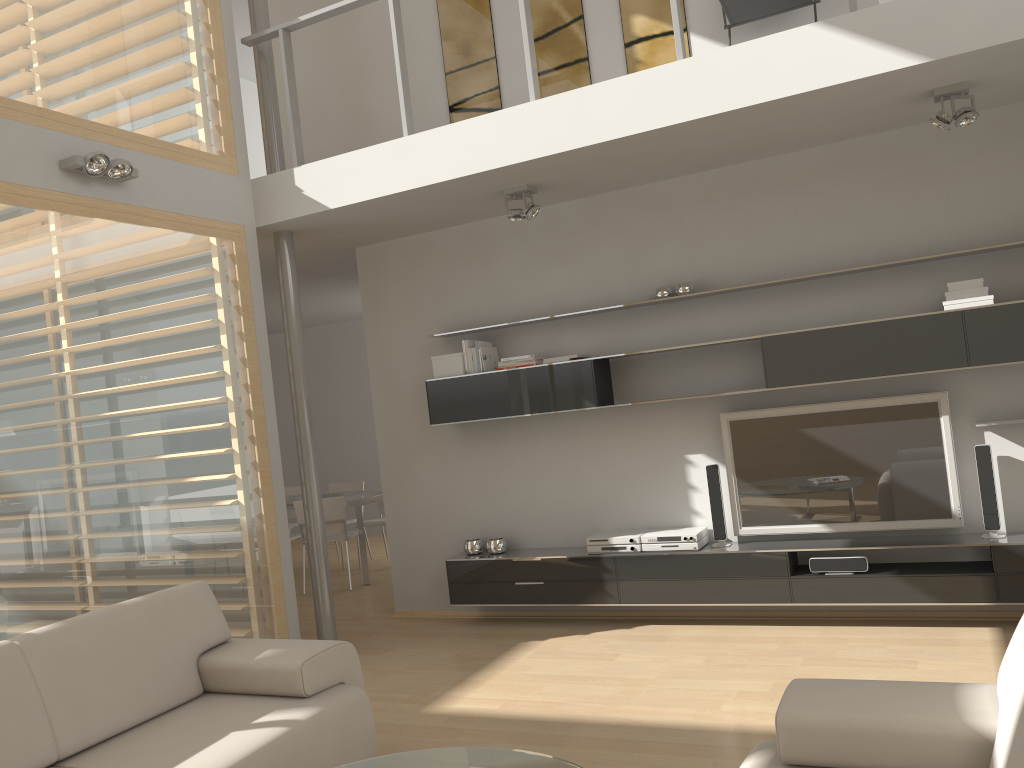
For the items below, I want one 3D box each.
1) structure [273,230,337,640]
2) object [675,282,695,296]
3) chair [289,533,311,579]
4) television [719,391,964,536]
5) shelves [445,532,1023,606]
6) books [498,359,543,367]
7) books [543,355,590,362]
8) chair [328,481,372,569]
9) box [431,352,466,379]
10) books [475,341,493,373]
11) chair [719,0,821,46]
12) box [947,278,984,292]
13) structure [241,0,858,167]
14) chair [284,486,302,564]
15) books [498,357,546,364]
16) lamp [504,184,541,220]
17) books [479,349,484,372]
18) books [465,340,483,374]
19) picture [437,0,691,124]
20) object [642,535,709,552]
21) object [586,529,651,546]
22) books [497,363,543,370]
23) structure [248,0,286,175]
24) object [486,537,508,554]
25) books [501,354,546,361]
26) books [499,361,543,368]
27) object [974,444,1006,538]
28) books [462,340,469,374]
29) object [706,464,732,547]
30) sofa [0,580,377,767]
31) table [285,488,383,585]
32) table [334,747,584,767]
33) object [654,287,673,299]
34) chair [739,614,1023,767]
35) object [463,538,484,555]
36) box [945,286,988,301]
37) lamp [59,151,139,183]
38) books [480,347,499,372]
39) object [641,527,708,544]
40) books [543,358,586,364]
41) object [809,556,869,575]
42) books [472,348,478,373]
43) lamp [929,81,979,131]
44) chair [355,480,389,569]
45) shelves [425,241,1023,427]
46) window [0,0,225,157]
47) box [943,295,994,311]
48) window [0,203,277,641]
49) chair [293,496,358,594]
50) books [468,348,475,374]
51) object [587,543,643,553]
[{"bbox_3d":[-1.319,0.366,5.677,0.121,2.700,0.122,-7,-1,14],"label":"structure"},{"bbox_3d":[1.038,-0.568,5.318,0.115,0.081,0.115,-7,-1,7],"label":"object"},{"bbox_3d":[-2.219,1.474,8.236,0.455,0.807,0.501,-7,-1,21],"label":"chair"},{"bbox_3d":[1.840,0.468,5.036,1.224,0.735,0.096,-7,-1,26],"label":"television"},{"bbox_3d":[1.528,1.079,5.095,4.236,0.312,0.300,-7,-1,26],"label":"shelves"},{"bbox_3d":[0.064,-0.136,5.748,0.254,0.015,0.190,-7,-1,22],"label":"books"},{"bbox_3d":[0.349,-0.163,5.620,0.230,0.017,0.227,-7,-1,26],"label":"books"},{"bbox_3d":[-1.790,1.443,9.092,0.455,0.807,0.501,-7,-1,26],"label":"chair"},{"bbox_3d":[-0.378,-0.124,5.961,0.232,0.149,0.232,-7,-1,26],"label":"box"},{"bbox_3d":[-0.178,-0.179,5.886,0.021,0.210,0.207,-7,-1,26],"label":"books"},{"bbox_3d":[1.407,-2.040,4.869,0.628,0.825,0.537,-7,-1,26],"label":"chair"},{"bbox_3d":[2.371,-0.512,4.640,0.168,0.047,0.168,-7,-1,26],"label":"box"},{"bbox_3d":[0.778,-2.016,4.392,5.400,0.900,0.080,-7,-1,26],"label":"structure"},{"bbox_3d":[-2.367,1.515,9.366,0.455,0.807,0.501,-7,-1,26],"label":"chair"},{"bbox_3d":[0.068,-0.152,5.742,0.254,0.015,0.190,-7,-1,27],"label":"books"},{"bbox_3d":[0.064,-1.062,5.258,0.214,0.195,0.150,-7,-1,26],"label":"lamp"},{"bbox_3d":[-0.161,-0.154,5.880,0.009,0.156,0.207,-7,-1,26],"label":"books"},{"bbox_3d":[-0.240,-0.179,5.930,0.017,0.227,0.230,-7,-1,26],"label":"books"},{"bbox_3d":[0.228,-2.767,5.755,1.684,1.800,0.010,-7,-1,26],"label":"picture"},{"bbox_3d":[0.988,0.965,5.362,0.349,0.049,0.250,-7,-1,26],"label":"object"},{"bbox_3d":[0.663,0.957,5.514,0.349,0.049,0.262,-7,-1,26],"label":"object"},{"bbox_3d":[0.080,-0.112,5.742,0.297,0.013,0.210,-7,-1,26],"label":"books"},{"bbox_3d":[-1.644,-2.464,5.736,0.121,2.400,0.122,-7,-1,14],"label":"structure"},{"bbox_3d":[-0.101,1.081,5.923,0.143,0.091,0.143,-6,-1,-32],"label":"object"},{"bbox_3d":[0.075,-0.168,5.752,0.227,0.017,0.230,-7,-1,21],"label":"books"},{"bbox_3d":[0.075,-0.124,5.744,0.268,0.011,0.190,-7,-1,27],"label":"books"},{"bbox_3d":[2.498,0.558,4.652,0.111,0.483,0.116,-7,-1,32],"label":"object"},{"bbox_3d":[-0.259,-0.177,5.932,0.017,0.227,0.230,-7,-1,26],"label":"books"},{"bbox_3d":[1.220,0.718,5.273,0.111,0.483,0.116,-7,-1,22],"label":"object"},{"bbox_3d":[-1.447,1.255,2.908,1.168,0.846,2.093,-7,-1,26],"label":"sofa"},{"bbox_3d":[-2.069,1.495,8.659,2.199,0.746,0.900,-7,-1,26],"label":"table"},{"bbox_3d":[-0.274,1.347,2.250,1.198,0.370,1.198,-8,-2,43],"label":"table"},{"bbox_3d":[0.926,-0.552,5.420,0.115,0.081,0.115,-7,-1,7],"label":"object"},{"bbox_3d":[0.895,0.961,1.747,1.165,0.846,1.562,-7,-1,26],"label":"chair"},{"bbox_3d":[-0.259,1.101,6.000,0.143,0.091,0.143,-6,-1,-32],"label":"object"},{"bbox_3d":[2.377,-0.465,4.640,0.200,0.047,0.200,-7,-1,26],"label":"box"},{"bbox_3d":[-2.024,-1.070,4.399,0.183,0.110,0.360,-7,-1,26],"label":"lamp"},{"bbox_3d":[-0.142,-0.162,5.885,0.023,0.169,0.230,-7,-1,26],"label":"books"},{"bbox_3d":[0.980,0.917,5.358,0.349,0.049,0.262,-7,-1,26],"label":"object"},{"bbox_3d":[0.342,-0.146,5.629,0.190,0.015,0.254,-7,-1,32],"label":"books"},{"bbox_3d":[1.794,0.992,4.863,0.300,0.092,0.085,-7,-1,26],"label":"object"},{"bbox_3d":[-0.192,-0.156,5.908,0.027,0.169,0.230,-7,-1,26],"label":"books"},{"bbox_3d":[2.115,-1.319,4.255,0.214,0.195,0.150,-7,-1,26],"label":"lamp"},{"bbox_3d":[-1.232,1.372,8.781,0.455,0.807,0.501,-7,-1,26],"label":"chair"},{"bbox_3d":[1.391,-0.111,5.120,4.236,0.914,0.300,-7,-1,26],"label":"shelves"},{"bbox_3d":[-2.405,-2.409,4.203,0.020,2.200,2.525,-7,-1,26],"label":"window"},{"bbox_3d":[2.383,-0.418,4.637,0.232,0.047,0.232,-7,-1,26],"label":"box"},{"bbox_3d":[-2.080,0.421,4.143,0.020,2.500,2.525,-7,-1,26],"label":"window"},{"bbox_3d":[-1.608,1.396,7.890,0.455,0.807,0.501,-7,-1,6],"label":"chair"},{"bbox_3d":[-0.220,-0.153,5.912,0.027,0.169,0.230,-7,-1,26],"label":"books"},{"bbox_3d":[0.669,1.005,5.512,0.349,0.049,0.262,-7,-1,26],"label":"object"}]
